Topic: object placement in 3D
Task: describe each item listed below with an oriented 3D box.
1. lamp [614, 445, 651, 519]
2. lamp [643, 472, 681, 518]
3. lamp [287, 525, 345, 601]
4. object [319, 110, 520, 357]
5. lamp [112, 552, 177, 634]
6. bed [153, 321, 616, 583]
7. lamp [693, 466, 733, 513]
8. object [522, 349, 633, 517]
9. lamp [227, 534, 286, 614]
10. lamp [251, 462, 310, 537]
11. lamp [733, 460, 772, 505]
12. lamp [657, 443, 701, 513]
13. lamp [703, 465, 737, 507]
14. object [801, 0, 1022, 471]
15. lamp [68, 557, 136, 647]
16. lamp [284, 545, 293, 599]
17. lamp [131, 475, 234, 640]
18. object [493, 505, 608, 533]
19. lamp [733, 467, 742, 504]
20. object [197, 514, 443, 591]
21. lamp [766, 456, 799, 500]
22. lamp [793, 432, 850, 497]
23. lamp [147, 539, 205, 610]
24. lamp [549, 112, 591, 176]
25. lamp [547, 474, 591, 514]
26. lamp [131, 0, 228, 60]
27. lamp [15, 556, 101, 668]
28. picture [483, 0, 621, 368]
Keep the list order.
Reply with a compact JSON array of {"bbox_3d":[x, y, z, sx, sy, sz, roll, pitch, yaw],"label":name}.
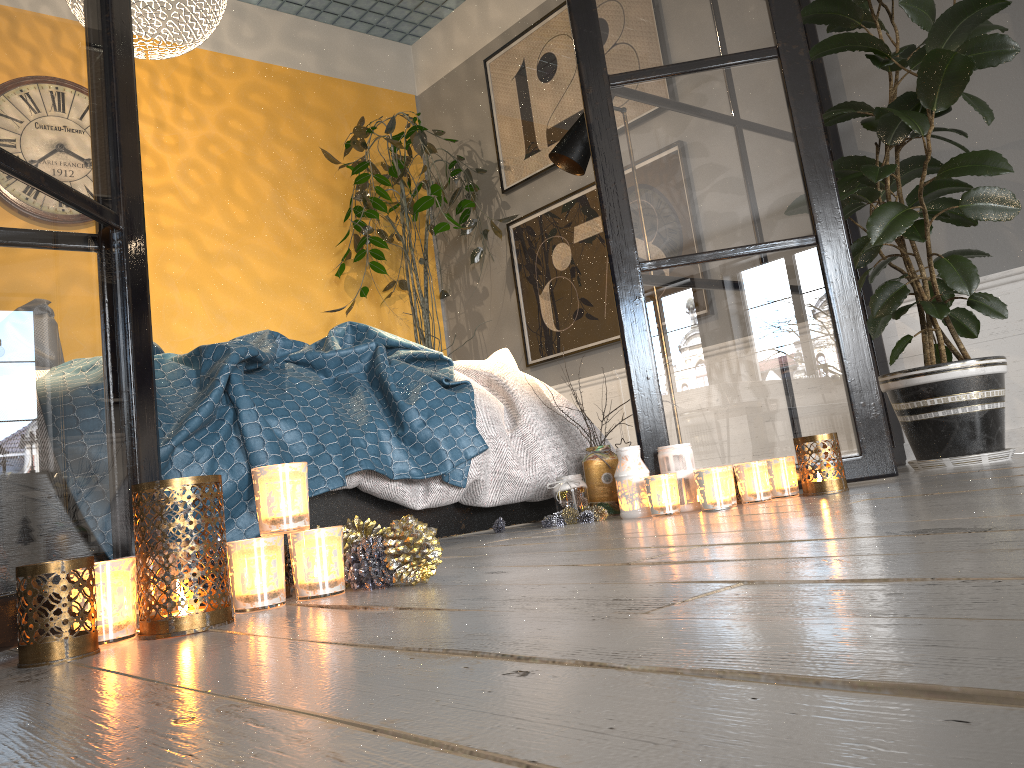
[{"bbox_3d":[0.309,0.251,2.257,0.092,0.182,0.091,-4,-10,-20],"label":"lamp"},{"bbox_3d":[0.365,0.268,2.138,0.080,0.100,0.080,-10,-9,13],"label":"lamp"},{"bbox_3d":[-0.286,0.264,1.307,0.081,0.100,0.080,-8,-9,-1],"label":"lamp"},{"bbox_3d":[-0.456,-0.405,4.757,1.239,2.229,1.340,-14,-11,35],"label":"object"},{"bbox_3d":[-0.493,0.280,1.193,0.081,0.100,0.080,-8,-9,-1],"label":"lamp"},{"bbox_3d":[-1.042,0.224,3.085,1.898,0.778,2.298,-2,-9,-40],"label":"bed"},{"bbox_3d":[0.469,0.245,2.059,0.081,0.100,0.080,-8,-9,-1],"label":"lamp"},{"bbox_3d":[0.269,0.117,2.564,0.437,0.528,0.275,-8,-9,-1],"label":"object"},{"bbox_3d":[-0.360,0.269,1.253,0.081,0.100,0.080,-8,-9,-1],"label":"lamp"},{"bbox_3d":[-0.336,0.169,1.295,0.081,0.100,0.080,-8,-9,-1],"label":"lamp"},{"bbox_3d":[0.587,0.239,2.154,0.081,0.100,0.080,-8,-9,-1],"label":"lamp"},{"bbox_3d":[0.422,0.237,2.223,0.092,0.168,0.088,-10,-10,15],"label":"lamp"},{"bbox_3d":[0.501,0.250,2.143,0.081,0.100,0.080,-8,-9,-1],"label":"lamp"},{"bbox_3d":[0.089,-0.611,1.697,3.897,1.814,1.000,-2,-11,-41],"label":"object"},{"bbox_3d":[-0.509,0.272,1.103,0.081,0.100,0.080,-8,-9,-1],"label":"lamp"},{"bbox_3d":[-0.377,0.294,1.365,0.069,0.081,0.068,-2,-10,-33],"label":"lamp"},{"bbox_3d":[-0.422,0.217,1.130,0.115,0.189,0.113,0,-12,-42],"label":"lamp"},{"bbox_3d":[0.098,0.360,2.354,0.325,0.054,0.087,-9,-8,12],"label":"object"},{"bbox_3d":[0.575,0.256,2.250,0.062,0.092,0.063,-13,-10,30],"label":"lamp"},{"bbox_3d":[-0.358,0.295,1.503,0.711,0.119,0.192,-13,-9,37],"label":"object"},{"bbox_3d":[0.668,0.233,2.195,0.081,0.100,0.080,-8,-9,-1],"label":"lamp"},{"bbox_3d":[0.748,0.195,2.146,0.107,0.142,0.106,-10,-9,13],"label":"lamp"},{"bbox_3d":[-0.533,0.306,1.403,0.081,0.108,0.080,0,-12,-41],"label":"lamp"},{"bbox_3d":[0.402,-0.364,3.070,0.404,1.543,0.229,-6,-10,-11],"label":"lamp"},{"bbox_3d":[0.162,0.316,2.424,0.095,0.133,0.108,-11,-9,19],"label":"lamp"},{"bbox_3d":[-1.439,-1.798,3.429,0.616,1.108,0.610,-8,-9,0],"label":"lamp"},{"bbox_3d":[-0.521,0.260,1.014,0.084,0.111,0.084,-12,-10,24],"label":"lamp"},{"bbox_3d":[0.755,-1.538,0.936,4.040,1.815,7.218,-2,-9,-41],"label":"picture"}]
